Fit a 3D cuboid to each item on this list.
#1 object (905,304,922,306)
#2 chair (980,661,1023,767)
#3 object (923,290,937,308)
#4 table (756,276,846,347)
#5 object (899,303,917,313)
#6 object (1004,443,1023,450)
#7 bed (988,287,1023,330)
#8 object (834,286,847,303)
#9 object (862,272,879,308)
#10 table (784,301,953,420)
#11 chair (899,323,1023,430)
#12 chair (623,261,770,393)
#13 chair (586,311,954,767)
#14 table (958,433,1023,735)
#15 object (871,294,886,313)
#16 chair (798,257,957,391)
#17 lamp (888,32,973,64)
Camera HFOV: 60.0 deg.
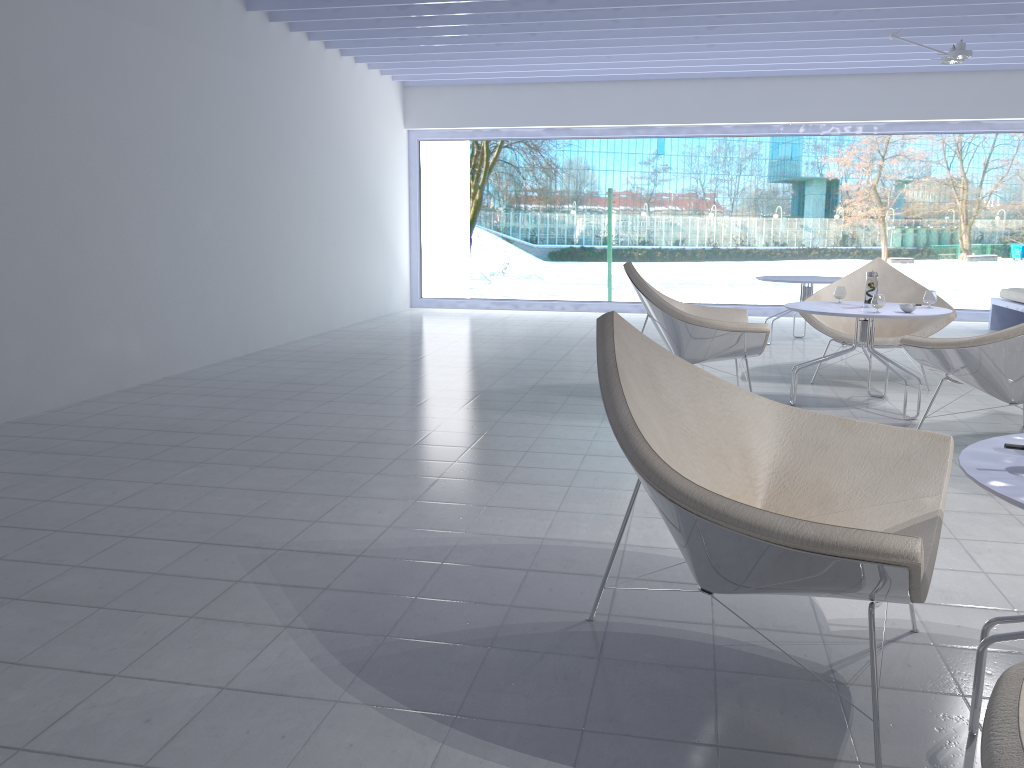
[{"bbox_3d":[1.968,-0.388,4.354,0.012,0.016,0.098,-4,11,-22],"label":"object"},{"bbox_3d":[0.785,0.488,0.524,0.906,0.759,0.753,5,11,26],"label":"chair"},{"bbox_3d":[2.191,-0.444,4.648,0.068,0.091,0.068,1,10,4],"label":"object"},{"bbox_3d":[2.429,-0.606,7.343,0.823,0.534,0.825,-6,12,-31],"label":"table"},{"bbox_3d":[1.960,-0.374,4.388,0.082,0.043,0.082,-3,11,-20],"label":"object"},{"bbox_3d":[0.899,0.112,1.523,0.098,0.016,0.012,2,10,11],"label":"object"},{"bbox_3d":[5.299,-0.498,7.145,2.022,0.422,2.200,2,10,11],"label":"bed"},{"bbox_3d":[1.825,-0.497,4.935,0.068,0.091,0.068,7,12,33],"label":"object"},{"bbox_3d":[1.894,-0.499,4.673,0.075,0.189,0.075,1,10,3],"label":"object"},{"bbox_3d":[1.862,-0.140,4.719,0.825,0.534,0.823,1,10,3],"label":"table"},{"bbox_3d":[2.292,-0.096,3.843,0.906,0.759,0.753,-3,11,-18],"label":"chair"},{"bbox_3d":[0.976,-0.297,4.924,0.753,0.759,0.906,2,10,7],"label":"chair"},{"bbox_3d":[0.515,0.235,1.931,0.753,0.759,0.906,6,12,29],"label":"chair"},{"bbox_3d":[1.184,0.433,1.488,0.825,0.534,0.823,-2,10,-11],"label":"table"},{"bbox_3d":[1.805,-0.397,4.373,0.068,0.091,0.068,9,13,39],"label":"object"},{"bbox_3d":[2.288,-0.411,5.604,0.906,0.759,0.753,4,11,22],"label":"chair"},{"bbox_3d":[3.259,-2.642,6.939,0.587,0.218,0.380,2,10,11],"label":"lamp"}]
